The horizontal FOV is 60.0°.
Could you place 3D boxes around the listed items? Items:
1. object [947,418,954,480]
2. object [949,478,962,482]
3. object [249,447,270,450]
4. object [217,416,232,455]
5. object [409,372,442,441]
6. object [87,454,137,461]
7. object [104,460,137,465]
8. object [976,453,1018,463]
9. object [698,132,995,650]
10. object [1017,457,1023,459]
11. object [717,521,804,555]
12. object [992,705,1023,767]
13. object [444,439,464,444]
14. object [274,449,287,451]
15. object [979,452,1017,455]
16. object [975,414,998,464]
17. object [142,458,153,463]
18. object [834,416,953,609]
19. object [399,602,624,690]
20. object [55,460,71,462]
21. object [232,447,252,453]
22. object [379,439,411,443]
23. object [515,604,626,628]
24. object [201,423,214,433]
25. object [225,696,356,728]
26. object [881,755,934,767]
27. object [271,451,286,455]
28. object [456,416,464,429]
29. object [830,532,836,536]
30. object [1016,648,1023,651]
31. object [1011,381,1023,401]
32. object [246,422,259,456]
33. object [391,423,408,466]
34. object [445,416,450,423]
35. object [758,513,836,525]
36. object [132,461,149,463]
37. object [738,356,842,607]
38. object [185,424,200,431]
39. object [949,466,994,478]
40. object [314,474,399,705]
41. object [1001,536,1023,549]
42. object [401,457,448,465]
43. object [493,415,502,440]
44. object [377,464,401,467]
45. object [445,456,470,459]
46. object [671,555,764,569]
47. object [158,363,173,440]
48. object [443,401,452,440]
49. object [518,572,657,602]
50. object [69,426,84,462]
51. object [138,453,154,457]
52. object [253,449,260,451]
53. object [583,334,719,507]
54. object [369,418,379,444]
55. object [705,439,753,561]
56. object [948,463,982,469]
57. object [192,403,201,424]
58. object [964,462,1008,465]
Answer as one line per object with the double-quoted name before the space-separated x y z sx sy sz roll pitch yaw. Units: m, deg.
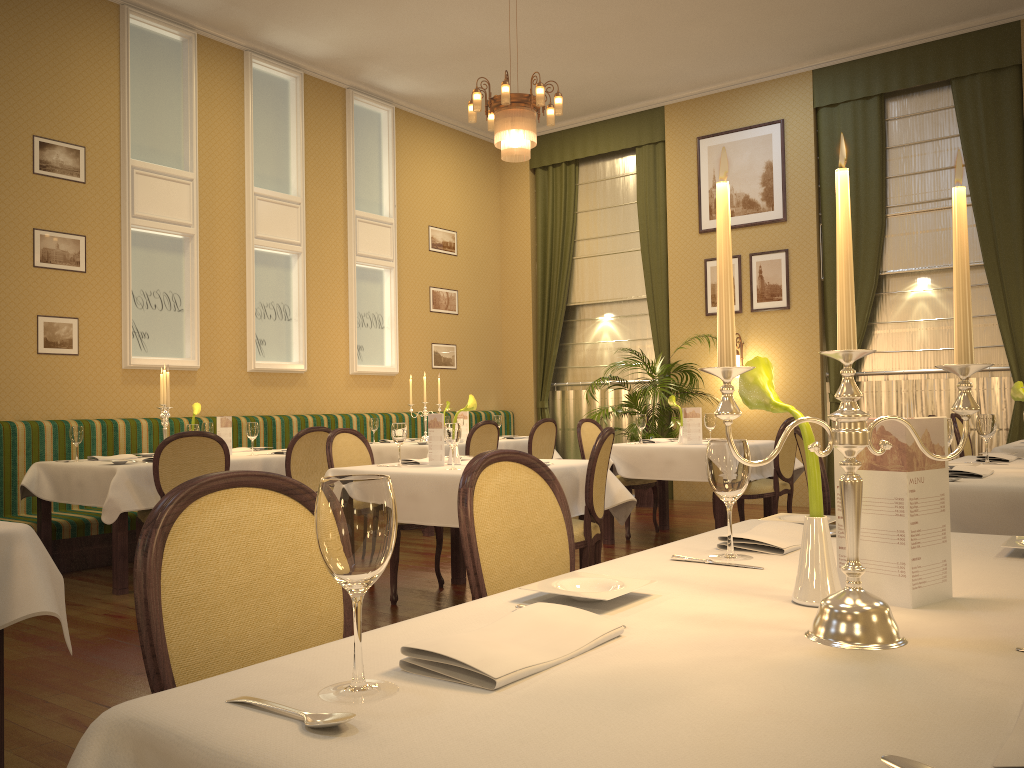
"object" 1.621 0.245 3.346 0.088 0.229 0.088 -1 -2 -5
"object" 1.566 0.352 3.276 0.181 0.015 0.038 -2 -2 38
"object" -1.993 0.511 6.985 0.160 0.024 0.160 -2 -2 37
"object" -2.029 0.368 6.294 0.081 0.277 0.166 -1 -2 -2
"object" -0.794 0.207 8.112 0.390 0.655 0.131 -2 -2 42
"object" -2.679 0.494 5.951 0.142 0.033 0.273 -2 -2 37
"object" -2.373 0.475 5.366 0.160 0.024 0.160 -2 -2 37
"object" 2.344 0.358 4.285 0.142 0.033 0.273 -2 -2 37
"object" 0.431 -0.001 1.135 0.390 0.655 0.131 -1 -2 -19
"object" 2.456 0.366 4.409 0.181 0.015 0.038 -2 -2 38
"object" 0.558 0.326 1.886 0.142 0.033 0.273 -2 -2 37
"object" 0.509 0.297 0.755 0.142 0.033 0.273 -2 -2 37
"object" -0.566 0.504 7.785 0.142 0.033 0.273 -2 -2 37
"object" -1.658 0.494 6.547 0.160 0.024 0.160 -2 -2 37
"object" 2.480 0.364 4.519 0.160 0.024 0.160 -2 -2 37
"object" 2.210 0.255 4.130 0.088 0.229 0.088 -1 -2 -5
"object" -2.178 0.476 5.620 0.142 0.033 0.273 -2 -2 37
"object" 0.576 0.188 1.318 0.166 0.277 0.081 -1 -2 8
"object" 0.008 0.315 1.086 0.142 0.033 0.273 -2 -2 37
"object" -2.908 0.499 5.741 0.181 0.015 0.038 -2 -2 38
"object" -2.130 0.505 6.751 0.142 0.033 0.273 -2 -2 37
"object" -1.067 0.522 8.116 0.142 0.033 0.273 -2 -2 37
"object" 0.081 0.327 1.252 0.185 0.010 0.017 -2 -2 38
"object" -2.263 0.403 6.595 0.088 0.229 0.088 -1 -2 -11
"object" -0.220 0.320 0.877 0.181 0.015 0.038 -2 -2 38
"object" 0.368 0.304 0.656 0.181 0.015 0.038 -2 -2 38
"object" -1.570 0.488 6.350 0.142 0.024 0.273 -2 -2 37
"object" -0.473 0.406 7.953 0.088 0.229 0.088 -1 -2 -5
"object" 0.670 0.334 2.011 0.181 0.015 0.038 -2 -2 38
"object" 0.673 0.309 0.999 0.185 0.010 0.017 -2 -2 37
"object" 2.217 0.172 3.765 0.076 0.375 0.163 0 -2 -32
"object" -1.808 0.383 6.176 0.088 0.229 0.088 -1 -2 -5
"object" -0.604 0.323 4.756 0.088 0.229 0.088 -1 -2 -11
"object" -0.651 0.431 8.760 0.088 0.229 0.088 -1 -2 -5
"object" 0.694 0.333 2.120 0.160 0.024 0.160 -2 -2 37
"object" -2.319 0.482 5.520 0.181 0.015 0.038 -2 -2 38
"object" 0.431 0.141 1.366 0.076 0.375 0.163 0 -2 -32
"object" -2.085 0.378 5.788 0.088 0.229 0.088 -1 -2 -5
"object" 1.794 0.346 3.485 0.142 0.033 0.273 -2 -2 37
"object" -0.165 0.214 0.947 0.088 0.229 0.088 -1 -2 -5
"object" 1.029 0.315 1.683 0.160 0.024 0.160 -2 -2 37
"object" -0.470 0.426 4.911 0.142 0.033 0.273 -2 -2 37
"object" -0.136 0.409 8.290 0.088 0.229 0.088 -1 -2 -5
"object" -0.645 0.431 4.681 0.185 0.010 0.017 -2 -2 38
"object" -0.333 0.432 5.145 0.160 0.024 0.160 -2 -2 37
"object" 0.383 0.332 1.656 0.185 0.010 0.017 -2 -2 38
"object" -2.352 0.179 6.007 0.131 0.655 0.390 0 -2 -39
"object" -0.627 0.348 8.399 0.076 0.375 0.163 -2 -2 23
"object" 0.120 0.323 1.380 0.160 0.024 0.160 -2 -2 37
"object" -2.853 0.392 5.812 0.088 0.229 0.088 -1 -2 -5
"object" -2.568 0.502 6.244 0.160 0.024 0.160 -2 -2 37
"object" -2.018 0.513 6.875 0.181 0.015 0.038 -2 -2 38
"object" 1.507 0.381 9.274 1.496 1.807 1.552 -2 -2 17
"object" -1.241 0.421 7.977 0.088 0.229 0.088 -1 -2 -5
"object" 0.424 0.224 1.731 0.088 0.229 0.088 -1 -2 -5
"object" 1.906 0.355 3.778 0.160 0.024 0.160 -2 -2 37
"object" -2.208 0.317 6.166 0.076 0.375 0.163 0 -2 -32
"object" 2.169 0.363 4.055 0.185 0.010 0.017 -2 -2 38
